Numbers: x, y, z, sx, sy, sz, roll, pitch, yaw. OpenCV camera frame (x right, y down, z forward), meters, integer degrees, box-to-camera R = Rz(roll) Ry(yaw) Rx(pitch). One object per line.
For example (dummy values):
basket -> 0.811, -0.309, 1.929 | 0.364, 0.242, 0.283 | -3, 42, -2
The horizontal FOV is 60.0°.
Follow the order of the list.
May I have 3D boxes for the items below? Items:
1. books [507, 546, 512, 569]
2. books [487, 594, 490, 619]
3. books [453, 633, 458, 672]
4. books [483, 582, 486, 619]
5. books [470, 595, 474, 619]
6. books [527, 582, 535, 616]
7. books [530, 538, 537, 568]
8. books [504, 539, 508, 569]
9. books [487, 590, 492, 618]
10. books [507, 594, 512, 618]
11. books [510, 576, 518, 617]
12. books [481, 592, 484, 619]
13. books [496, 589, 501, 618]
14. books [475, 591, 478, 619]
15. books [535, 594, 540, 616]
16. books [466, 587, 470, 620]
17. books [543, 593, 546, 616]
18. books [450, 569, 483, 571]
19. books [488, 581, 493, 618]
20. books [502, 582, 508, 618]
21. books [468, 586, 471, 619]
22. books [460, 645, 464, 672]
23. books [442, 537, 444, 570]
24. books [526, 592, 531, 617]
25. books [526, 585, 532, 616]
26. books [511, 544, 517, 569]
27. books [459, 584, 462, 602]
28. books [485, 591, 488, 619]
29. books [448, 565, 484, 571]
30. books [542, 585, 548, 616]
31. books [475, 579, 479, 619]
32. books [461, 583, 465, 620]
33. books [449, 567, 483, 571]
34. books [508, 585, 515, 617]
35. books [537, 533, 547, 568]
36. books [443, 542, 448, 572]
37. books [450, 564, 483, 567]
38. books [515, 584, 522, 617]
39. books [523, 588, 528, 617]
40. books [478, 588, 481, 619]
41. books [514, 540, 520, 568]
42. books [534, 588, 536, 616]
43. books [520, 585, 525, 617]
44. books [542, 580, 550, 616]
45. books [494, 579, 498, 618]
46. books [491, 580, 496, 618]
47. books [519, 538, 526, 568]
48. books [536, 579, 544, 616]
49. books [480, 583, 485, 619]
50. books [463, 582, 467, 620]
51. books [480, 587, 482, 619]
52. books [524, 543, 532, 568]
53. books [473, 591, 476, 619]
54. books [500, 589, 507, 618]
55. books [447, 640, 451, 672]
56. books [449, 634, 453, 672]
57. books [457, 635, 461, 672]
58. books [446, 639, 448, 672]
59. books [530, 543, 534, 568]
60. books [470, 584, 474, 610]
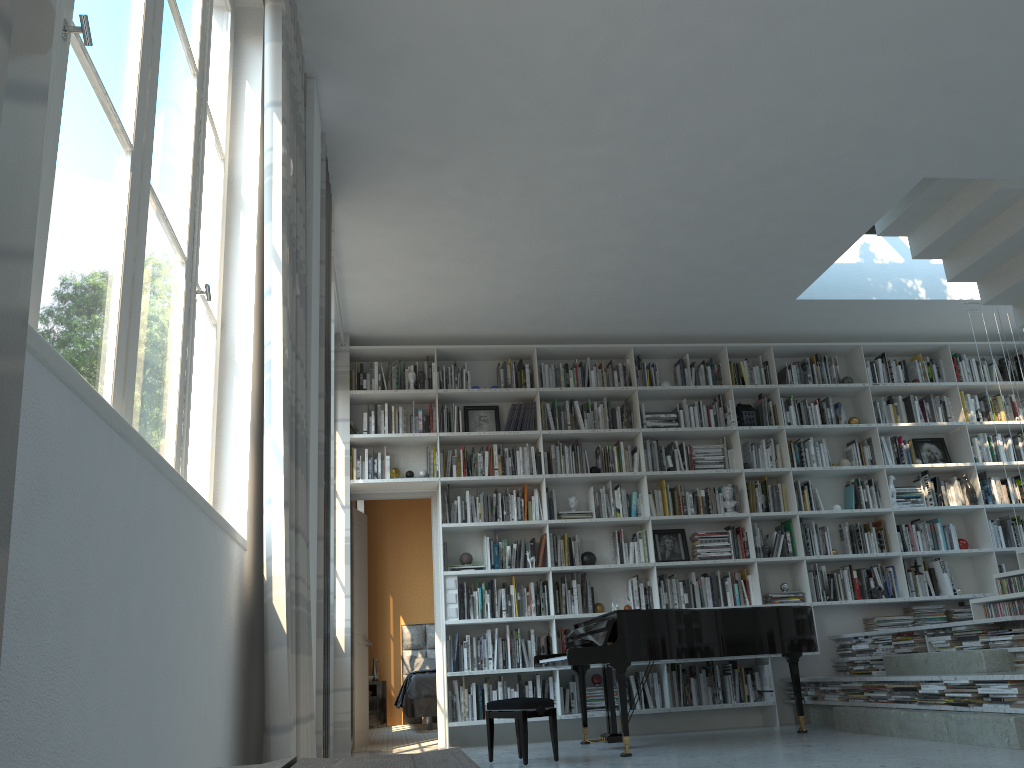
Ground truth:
books -> -0.032, 1.399, 7.066 | 0.029, 0.189, 0.189 | -1, -18, -8
books -> -0.190, 1.750, 6.935 | 0.016, 0.188, 0.184 | -1, -18, -8
books -> -0.437, 2.064, 6.804 | 0.052, 0.282, 0.173 | -1, -18, -8
books -> -0.219, 1.704, 6.944 | 0.007, 0.285, 0.183 | -1, -18, -8
books -> -0.318, 1.749, 6.908 | 0.019, 0.188, 0.194 | -1, -18, -8
books -> 0.153, 1.711, 6.998 | 0.021, 0.264, 0.186 | -1, -18, -8
books -> 0.173, 1.375, 7.128 | 0.021, 0.250, 0.154 | -1, -18, -8
books -> -0.055, 1.375, 7.084 | 0.011, 0.249, 0.172 | -1, -18, -8
books -> -0.179, 1.741, 6.976 | 0.016, 0.230, 0.137 | -1, -18, -8
books -> -0.027, 1.753, 6.960 | 0.029, 0.181, 0.190 | -1, -18, -8
books -> 0.016, 1.688, 6.995 | 0.021, 0.321, 0.172 | -1, -18, -8
books -> -0.241, 1.750, 6.960 | 0.016, 0.210, 0.146 | -1, -18, -8
books -> -0.109, 1.739, 6.982 | 0.045, 0.229, 0.138 | -1, -18, -8
books -> -0.282, 1.740, 6.932 | 0.015, 0.216, 0.180 | -1, -18, -8
books -> 0.196, 1.756, 7.009 | 0.041, 0.181, 0.142 | -1, -18, -8
books -> -0.352, 1.728, 6.948 | 0.022, 0.256, 0.142 | -1, -18, -8
books -> 0.240, 1.757, 7.029 | 0.023, 0.186, 0.131 | -1, -18, -8
books -> -0.363, 1.486, 7.024 | 0.254, 0.012, 0.161 | -1, -18, -7
books -> -0.169, 1.709, 6.990 | 0.009, 0.298, 0.142 | -1, -18, -8
books -> -0.053, 1.708, 6.981 | 0.014, 0.281, 0.151 | -1, -18, -8
books -> -0.335, 1.719, 6.933 | 0.007, 0.263, 0.177 | -1, -18, -8
books -> -0.389, 2.111, 6.817 | 0.024, 0.197, 0.149 | -1, -18, -8
books -> -0.553, 1.371, 7.039 | 0.012, 0.284, 0.160 | -1, -18, -8
books -> 0.120, 1.752, 7.004 | 0.023, 0.193, 0.140 | -1, -18, -8
books -> 0.136, 1.725, 7.010 | 0.010, 0.245, 0.160 | -1, -18, -8
books -> 0.006, 1.398, 7.107 | 0.056, 0.213, 0.143 | -1, -18, -8
books -> -0.398, 1.716, 6.947 | 0.008, 0.284, 0.160 | -1, -18, -8
books -> -0.207, 1.738, 6.941 | 0.015, 0.218, 0.190 | -1, -18, -8
books -> -0.364, 1.460, 7.025 | 0.285, 0.012, 0.160 | -2, -18, -4
books -> 0.258, 1.723, 7.015 | 0.010, 0.239, 0.175 | -1, -18, -8
books -> -0.276, 1.696, 6.956 | 0.006, 0.314, 0.146 | -1, -18, -8
books -> -0.386, 1.713, 6.947 | 0.016, 0.288, 0.153 | -1, -18, -8
books -> -0.363, 1.472, 7.024 | 0.254, 0.012, 0.161 | 0, -19, -11
books -> -0.004, 1.721, 6.984 | 0.026, 0.253, 0.177 | -1, -18, -8
books -> 0.229, 1.350, 7.102 | 0.082, 0.275, 0.229 | -1, -18, -8
books -> -0.531, 1.387, 7.025 | 0.028, 0.242, 0.157 | -1, -18, -8
books -> -0.365, 1.451, 7.035 | 0.254, 0.012, 0.161 | -1, -18, -7
books -> 0.043, 1.714, 6.982 | 0.028, 0.259, 0.181 | -1, -18, -8
books -> 0.095, 1.735, 7.003 | 0.025, 0.228, 0.153 | -1, -18, -8
books -> -0.263, 1.730, 6.945 | 0.014, 0.242, 0.171 | -1, -18, -8
books -> 0.039, 1.384, 7.116 | 0.013, 0.241, 0.142 | -1, -18, -8
books -> 0.167, 1.719, 7.018 | 0.013, 0.259, 0.143 | -1, -18, -8
books -> 0.070, 1.721, 6.988 | 0.028, 0.248, 0.159 | -1, -18, -8
books -> 0.272, 1.711, 7.044 | 0.024, 0.279, 0.136 | -1, -18, -8
books -> -0.137, 1.698, 6.972 | 0.012, 0.305, 0.190 | -1, -18, -8
books -> -0.151, 1.697, 6.958 | 0.019, 0.299, 0.180 | -1, -18, -8
books -> 0.077, 1.372, 7.110 | 0.060, 0.254, 0.159 | -1, -18, -8
books -> 0.223, 1.700, 7.011 | 0.014, 0.285, 0.180 | -1, -18, -8
books -> -0.230, 1.716, 6.964 | 0.009, 0.277, 0.158 | -1, -18, -8
books -> -0.370, 1.709, 6.944 | 0.014, 0.293, 0.172 | -1, -18, -8
books -> -0.250, 1.724, 6.934 | 0.009, 0.243, 0.185 | -1, -18, -8
books -> 0.124, 1.392, 7.102 | 0.030, 0.207, 0.173 | -1, -18, -8
books -> -0.298, 1.744, 6.942 | 0.015, 0.217, 0.177 | -1, -18, -8
books -> -0.072, 1.734, 6.971 | 0.027, 0.229, 0.159 | -1, -18, -8
books -> -0.487, 2.088, 6.797 | 0.029, 0.238, 0.155 | -1, -18, -8
books -> -0.467, 2.065, 6.790 | 0.011, 0.276, 0.190 | -1, -18, -8
books -> -0.408, 2.075, 6.825 | 0.010, 0.272, 0.150 | -1, -18, -8
books -> -0.510, 2.086, 6.809 | 0.012, 0.253, 0.161 | -1, -18, -8
books -> 0.151, 1.394, 7.116 | 0.027, 0.209, 0.144 | -1, -18, -8
books -> -0.311, 1.713, 6.943 | 0.008, 0.278, 0.165 | -1, -18, -8
